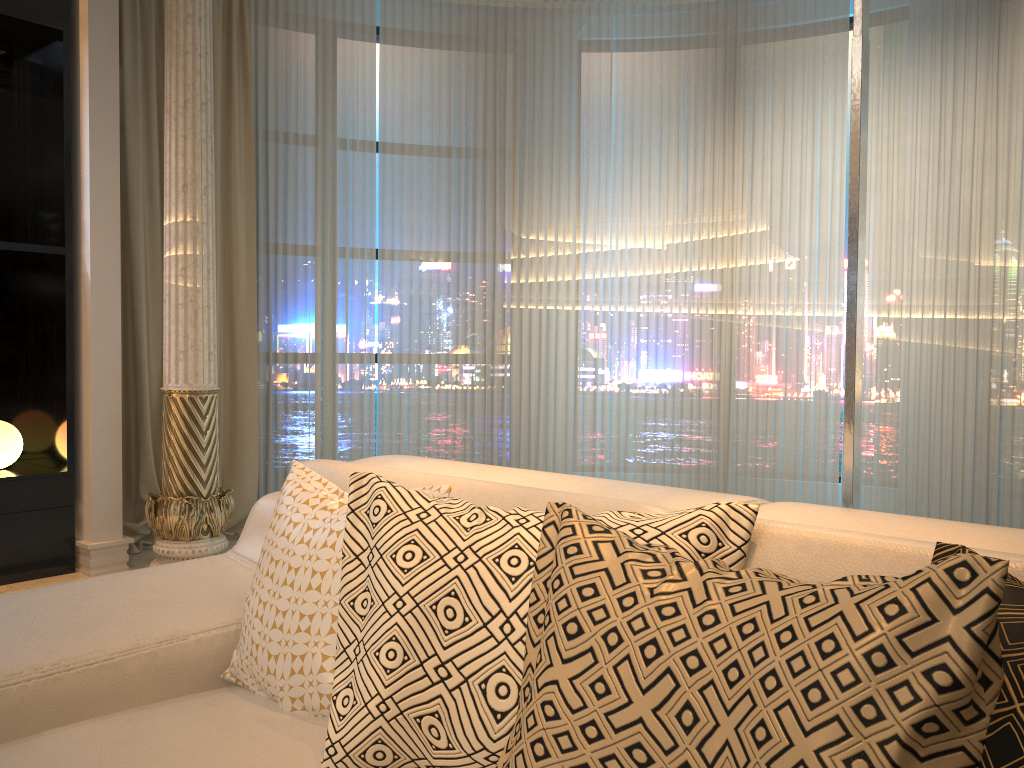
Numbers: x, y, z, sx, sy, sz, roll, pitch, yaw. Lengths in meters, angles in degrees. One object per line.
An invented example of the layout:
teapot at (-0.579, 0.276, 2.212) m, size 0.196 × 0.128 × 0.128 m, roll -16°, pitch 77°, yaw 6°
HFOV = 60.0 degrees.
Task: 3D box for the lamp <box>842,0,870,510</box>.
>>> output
lamp at (0.008, -0.325, 0.942) m, size 0.393 × 2.519 × 2.009 m, roll 2°, pitch 3°, yaw 41°

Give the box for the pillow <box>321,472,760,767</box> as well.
pillow at (0.029, 0.345, 1.204) m, size 0.587 × 0.429 × 0.288 m, roll 1°, pitch 2°, yaw 16°

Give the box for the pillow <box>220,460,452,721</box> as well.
pillow at (-0.290, 0.336, 1.444) m, size 0.222 × 0.380 × 0.463 m, roll -1°, pitch 3°, yaw -44°

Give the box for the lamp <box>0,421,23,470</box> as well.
lamp at (-2.249, 0.265, 3.858) m, size 0.212 × 0.214 × 0.213 m, roll 1°, pitch 2°, yaw 2°

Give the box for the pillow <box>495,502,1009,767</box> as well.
pillow at (0.221, 0.351, 0.939) m, size 0.301 × 0.436 × 0.575 m, roll -1°, pitch 3°, yaw -43°

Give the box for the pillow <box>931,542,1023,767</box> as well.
pillow at (0.507, 0.363, 0.656) m, size 0.301 × 0.436 × 0.575 m, roll 0°, pitch 2°, yaw -18°

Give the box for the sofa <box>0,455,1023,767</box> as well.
sofa at (0.073, 0.555, 1.058) m, size 2.328 × 0.754 × 1.145 m, roll 2°, pitch 3°, yaw 41°
